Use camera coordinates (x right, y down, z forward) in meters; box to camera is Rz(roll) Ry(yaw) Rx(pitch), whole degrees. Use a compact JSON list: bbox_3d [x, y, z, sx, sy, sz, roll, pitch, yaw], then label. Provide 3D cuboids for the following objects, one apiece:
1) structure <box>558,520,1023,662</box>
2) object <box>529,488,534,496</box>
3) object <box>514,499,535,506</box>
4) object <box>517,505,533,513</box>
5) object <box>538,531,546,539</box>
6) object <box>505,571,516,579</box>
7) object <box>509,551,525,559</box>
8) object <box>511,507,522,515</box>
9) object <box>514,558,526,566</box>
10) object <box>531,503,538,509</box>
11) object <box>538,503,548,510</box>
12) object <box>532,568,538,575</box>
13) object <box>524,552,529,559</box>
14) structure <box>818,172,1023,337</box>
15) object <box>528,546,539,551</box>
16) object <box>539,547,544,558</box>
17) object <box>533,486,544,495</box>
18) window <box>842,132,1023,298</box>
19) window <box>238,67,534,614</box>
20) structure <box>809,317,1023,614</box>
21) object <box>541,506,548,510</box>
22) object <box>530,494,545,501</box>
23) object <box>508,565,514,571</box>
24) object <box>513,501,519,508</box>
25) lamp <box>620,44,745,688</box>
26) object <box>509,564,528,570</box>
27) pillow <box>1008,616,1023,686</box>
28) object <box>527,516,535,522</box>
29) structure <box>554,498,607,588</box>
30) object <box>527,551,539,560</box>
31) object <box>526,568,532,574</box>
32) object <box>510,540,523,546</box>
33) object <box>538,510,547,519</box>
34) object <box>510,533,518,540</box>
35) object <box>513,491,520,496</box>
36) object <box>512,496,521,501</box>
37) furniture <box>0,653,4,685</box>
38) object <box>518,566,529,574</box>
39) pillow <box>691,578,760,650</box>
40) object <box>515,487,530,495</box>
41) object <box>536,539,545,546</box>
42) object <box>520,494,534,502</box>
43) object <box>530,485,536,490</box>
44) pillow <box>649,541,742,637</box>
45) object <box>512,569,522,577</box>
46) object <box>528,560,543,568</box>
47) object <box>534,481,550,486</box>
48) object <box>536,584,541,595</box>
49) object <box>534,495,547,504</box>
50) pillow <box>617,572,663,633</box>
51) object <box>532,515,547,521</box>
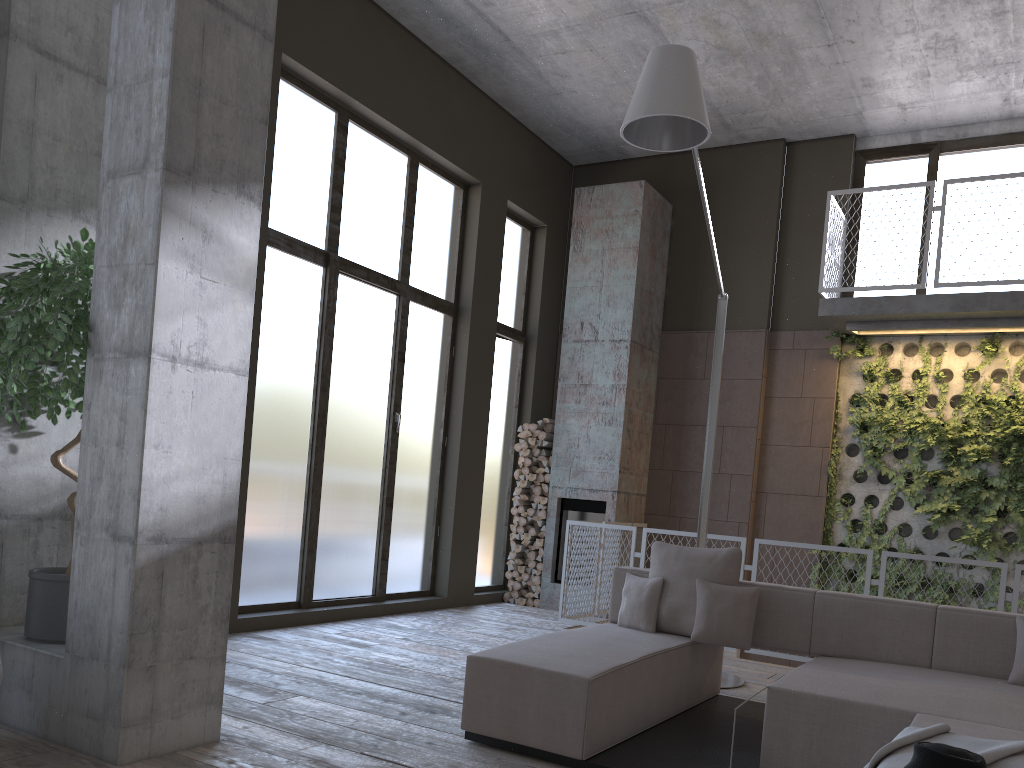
[{"bbox_3d":[2.846,1.882,7.764,4.411,0.931,1.947,1,-7,31],"label":"structure"},{"bbox_3d":[0.311,1.226,9.875,0.103,0.102,0.295,3,-6,32],"label":"object"},{"bbox_3d":[0.165,1.328,9.779,0.071,0.072,0.427,3,-7,32],"label":"object"},{"bbox_3d":[0.217,1.415,9.868,0.090,0.089,0.460,3,-7,32],"label":"object"},{"bbox_3d":[0.436,1.678,9.737,0.114,0.079,0.440,2,-7,30],"label":"object"},{"bbox_3d":[0.077,2.156,9.925,0.091,0.092,0.442,3,-7,32],"label":"object"},{"bbox_3d":[0.129,1.924,9.865,0.090,0.089,0.460,3,-7,33],"label":"object"},{"bbox_3d":[0.138,1.442,9.909,0.091,0.092,0.442,3,-7,32],"label":"object"},{"bbox_3d":[0.185,2.003,9.877,0.114,0.079,0.440,2,-7,32],"label":"object"},{"bbox_3d":[0.349,1.370,9.771,0.067,0.067,0.427,3,-7,32],"label":"object"},{"bbox_3d":[0.419,1.369,9.730,0.067,0.067,0.427,3,-7,32],"label":"object"},{"bbox_3d":[0.358,2.082,9.746,0.067,0.067,0.427,3,-7,32],"label":"object"},{"bbox_3d":[0.250,1.940,9.891,0.103,0.102,0.295,3,-6,32],"label":"object"},{"bbox_3d":[4.146,0.328,6.941,3.667,4.308,3.060,4,-2,31],"label":"structure"},{"bbox_3d":[0.299,1.824,9.745,0.088,0.056,0.336,2,-8,32],"label":"object"},{"bbox_3d":[0.413,1.860,9.677,0.063,0.125,0.368,5,-6,33],"label":"object"},{"bbox_3d":[0.342,1.181,9.701,0.098,0.106,0.297,3,-6,30],"label":"object"},{"bbox_3d":[4.993,-1.482,8.111,3.552,1.747,0.110,2,-1,31],"label":"window"},{"bbox_3d":[-2.221,-0.414,6.064,0.208,4.152,9.304,6,-5,30],"label":"window"},{"bbox_3d":[4.160,1.063,8.217,2.615,3.816,1.010,4,0,31],"label":"structure"},{"bbox_3d":[0.406,1.358,9.612,0.062,0.048,0.253,3,-7,30],"label":"object"},{"bbox_3d":[0.339,1.279,9.818,0.101,0.086,0.366,3,-7,32],"label":"object"},{"bbox_3d":[0.093,2.086,9.899,0.066,0.084,0.429,4,-6,33],"label":"object"},{"bbox_3d":[0.153,1.373,9.882,0.066,0.084,0.429,4,-6,33],"label":"object"},{"bbox_3d":[1.132,0.252,5.367,0.753,3.417,2.647,5,-2,19],"label":"lamp"},{"bbox_3d":[0.104,2.041,9.795,0.071,0.072,0.427,3,-7,32],"label":"object"},{"bbox_3d":[2.641,1.332,4.267,0.369,0.358,0.188,3,-1,30],"label":"pillow"},{"bbox_3d":[0.279,1.505,9.796,0.064,0.074,0.363,4,-7,29],"label":"object"},{"bbox_3d":[0.757,1.699,9.382,0.573,0.926,0.057,4,1,31],"label":"structure"},{"bbox_3d":[0.281,1.894,9.717,0.098,0.106,0.297,3,-6,30],"label":"object"},{"bbox_3d":[0.288,2.083,9.787,0.067,0.067,0.427,3,-7,32],"label":"object"},{"bbox_3d":[0.102,1.826,9.943,0.070,0.117,0.368,4,-6,31],"label":"object"},{"bbox_3d":[0.393,1.433,9.618,0.100,0.102,0.296,3,-6,30],"label":"object"},{"bbox_3d":[0.116,1.724,9.925,0.079,0.107,0.441,4,-6,31],"label":"object"},{"bbox_3d":[0.152,1.234,9.905,0.067,0.071,0.427,3,-7,32],"label":"object"},{"bbox_3d":[0.141,1.298,9.878,0.121,0.067,0.367,2,-8,30],"label":"object"},{"bbox_3d":[-2.662,1.085,2.778,1.803,0.809,1.631,7,-6,-22],"label":"furniture"},{"bbox_3d":[0.223,2.072,9.824,0.093,0.083,0.485,3,-7,32],"label":"object"},{"bbox_3d":[1.211,1.307,4.974,0.376,0.372,0.169,5,0,4],"label":"pillow"},{"bbox_3d":[0.190,1.211,9.849,0.090,0.089,0.460,3,-7,33],"label":"object"},{"bbox_3d":[0.423,1.754,9.714,0.093,0.083,0.485,3,-7,32],"label":"object"},{"bbox_3d":[0.245,1.289,9.860,0.114,0.079,0.440,2,-7,32],"label":"object"},{"bbox_3d":[0.317,1.153,9.783,0.064,0.074,0.363,3,-7,33],"label":"object"},{"bbox_3d":[1.051,1.218,5.193,0.561,0.556,0.222,3,-1,33],"label":"pillow"},{"bbox_3d":[0.156,2.128,9.884,0.090,0.089,0.460,3,-7,32],"label":"object"},{"bbox_3d":[0.330,2.005,9.772,0.092,0.093,0.442,3,-7,32],"label":"object"},{"bbox_3d":[0.359,1.110,9.729,0.088,0.056,0.336,2,-8,32],"label":"object"},{"bbox_3d":[0.379,2.261,9.686,0.063,0.125,0.368,5,-6,33],"label":"object"},{"bbox_3d":[0.391,1.292,9.756,0.092,0.093,0.442,3,-7,32],"label":"object"},{"bbox_3d":[0.772,1.338,5.318,0.152,0.376,0.368,5,-3,-26],"label":"pillow"},{"bbox_3d":[0.365,1.492,9.740,0.121,0.067,0.367,2,-8,32],"label":"object"}]
